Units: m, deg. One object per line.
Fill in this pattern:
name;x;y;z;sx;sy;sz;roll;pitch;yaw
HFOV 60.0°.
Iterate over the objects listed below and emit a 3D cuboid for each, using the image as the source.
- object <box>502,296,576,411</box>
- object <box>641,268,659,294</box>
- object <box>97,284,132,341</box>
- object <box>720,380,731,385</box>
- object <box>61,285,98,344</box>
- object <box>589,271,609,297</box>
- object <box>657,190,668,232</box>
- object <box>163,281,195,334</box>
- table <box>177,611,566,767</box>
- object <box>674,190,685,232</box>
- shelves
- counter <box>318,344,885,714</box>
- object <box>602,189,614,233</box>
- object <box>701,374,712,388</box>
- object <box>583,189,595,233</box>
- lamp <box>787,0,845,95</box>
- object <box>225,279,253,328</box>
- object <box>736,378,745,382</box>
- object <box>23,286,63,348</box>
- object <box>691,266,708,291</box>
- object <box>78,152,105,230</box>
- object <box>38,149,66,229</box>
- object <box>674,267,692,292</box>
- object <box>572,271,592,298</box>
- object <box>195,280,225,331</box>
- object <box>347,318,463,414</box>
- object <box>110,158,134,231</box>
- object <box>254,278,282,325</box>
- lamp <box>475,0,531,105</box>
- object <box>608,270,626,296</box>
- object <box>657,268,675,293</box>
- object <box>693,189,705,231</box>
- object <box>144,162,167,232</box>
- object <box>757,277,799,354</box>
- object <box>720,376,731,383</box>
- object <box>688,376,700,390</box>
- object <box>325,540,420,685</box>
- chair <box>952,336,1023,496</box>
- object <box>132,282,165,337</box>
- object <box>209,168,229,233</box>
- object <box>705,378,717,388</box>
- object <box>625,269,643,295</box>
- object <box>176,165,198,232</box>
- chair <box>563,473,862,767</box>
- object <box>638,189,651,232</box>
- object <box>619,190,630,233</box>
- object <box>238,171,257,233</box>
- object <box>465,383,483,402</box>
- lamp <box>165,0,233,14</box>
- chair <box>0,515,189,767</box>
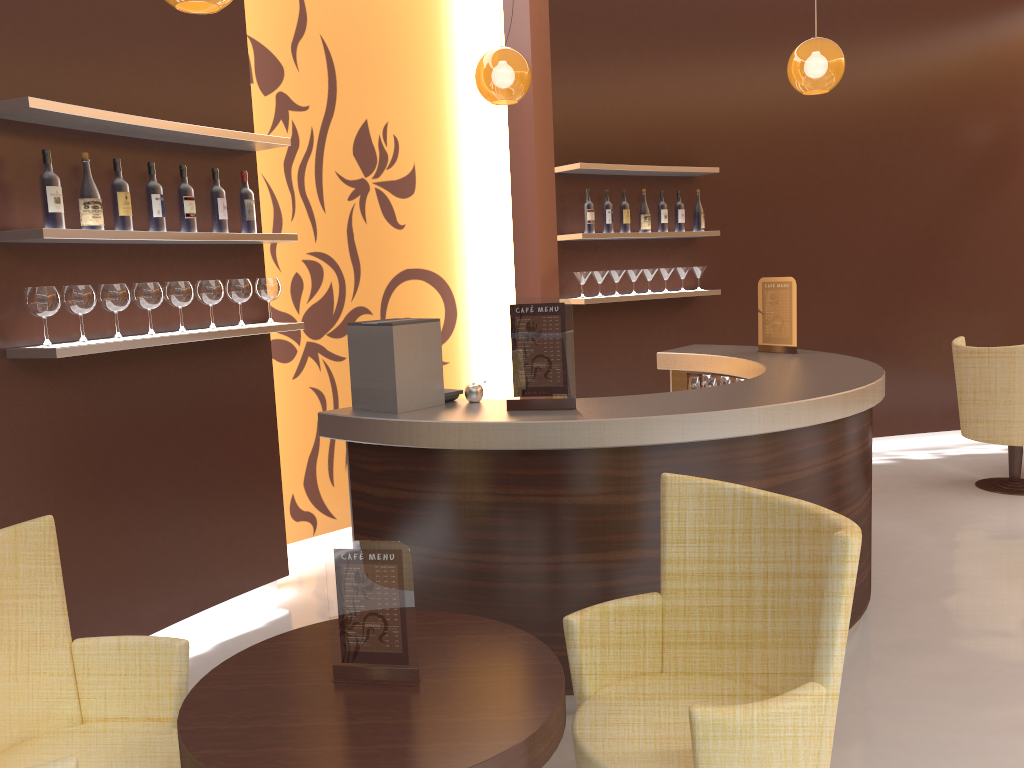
object;0.099;-0.111;3.249;0.258;0.414;0.052;-1;7;10
object;0.970;-0.726;6.268;0.137;0.174;0.137;-6;8;-28
object;-1.586;-0.289;3.550;0.125;0.221;0.125;0;8;21
object;1.167;0.054;4.842;0.067;0.148;0.067;-2;7;4
object;-1.655;-0.267;3.404;0.125;0.221;0.125;0;8;21
object;0.595;-0.678;6.014;0.137;0.174;0.137;-8;9;-38
object;1.062;-1.217;6.268;0.073;0.297;0.073;2;9;34
object;-1.435;-0.332;3.837;0.125;0.221;0.125;0;8;21
table;-0.299;1.029;2.100;0.872;0.679;0.874;4;10;43
object;1.198;-1.233;6.348;0.073;0.297;0.073;2;9;34
shelves;-0.287;-0.833;4.934;0.586;0.902;4.744;4;10;43
counter;0.818;0.514;4.084;1.586;1.100;2.917;4;10;41
object;0.646;-1.163;5.993;0.073;0.297;0.073;2;9;34
object;1.128;0.019;5.131;0.067;0.148;0.067;-3;7;-4
object;0.510;-1.144;5.892;0.073;0.297;0.073;2;9;34
lamp;1.621;-2.329;4.731;0.299;1.500;0.299;-1;8;14
object;-1.266;-0.377;4.126;0.125;0.221;0.125;0;8;21
object;1.265;0.043;4.898;0.067;0.148;0.067;-6;8;-26
object;-1.719;-0.246;3.260;0.125;0.221;0.125;0;8;21
object;1.369;-0.773;6.504;0.137;0.174;0.137;-6;8;-28
object;-1.641;-0.741;3.440;0.086;0.303;0.086;-6;8;-25
object;-1.700;-0.711;3.269;0.073;0.297;0.073;-2;7;6
object;1.236;-0.758;6.425;0.137;0.174;0.137;0;8;21
object;0.470;-0.661;5.924;0.137;0.174;0.137;-8;9;-38
object;-1.351;-0.354;3.981;0.125;0.221;0.125;0;8;21
object;-0.414;-0.087;3.528;0.270;0.340;0.373;4;10;41
object;-1.575;-0.755;3.567;0.073;0.297;0.073;-7;9;-34
object;-1.168;-0.398;4.263;0.125;0.221;0.125;0;8;21
lamp;-0.074;-2.241;4.627;0.299;1.500;0.299;-1;8;14
object;0.720;-0.695;6.104;0.137;0.174;0.137;-6;8;-28
object;1.101;-0.742;6.347;0.137;0.174;0.137;-6;8;-28
object;1.351;-1.256;6.433;0.086;0.303;0.086;-1;7;11
object;-1.497;-0.777;3.712;0.073;0.297;0.073;-2;7;6
object;1.454;-0.378;4.863;0.052;0.414;0.258;-8;9;-34
object;1.209;0.030;5.019;0.067;0.148;0.067;-2;7;1
object;1.040;0.032;5.060;0.067;0.148;0.067;0;8;22
object;-0.325;0.525;2.051;0.209;0.335;0.042;-1;7;10
chair;3.358;0.202;5.974;0.685;1.017;0.729;-3;7;-7
object;-1.510;-0.310;3.693;0.125;0.221;0.125;0;8;21
object;-1.326;-0.821;3.999;0.073;0.297;0.073;-3;7;-6
object;1.115;0.042;4.957;0.067;0.148;0.067;-2;7;1
object;0.849;-0.710;6.186;0.137;0.174;0.137;-6;8;-28
object;-1.416;-0.798;3.850;0.073;0.297;0.073;-2;7;6
chair;0.488;0.805;2.244;0.685;1.017;0.729;-6;8;-25
object;0.924;-1.206;6.190;0.086;0.303;0.086;-5;8;-20
object;0.772;-1.180;6.084;0.073;0.297;0.073;-3;7;-6
object;-1.238;-0.843;4.136;0.073;0.297;0.073;-2;7;6
object;-0.152;0.033;3.539;0.075;0.077;0.075;-8;9;-34
lamp;-1.050;-1.961;2.778;0.299;1.500;0.299;-6;8;-25
chair;-1.102;0.895;2.092;0.685;1.017;0.729;-2;7;3
